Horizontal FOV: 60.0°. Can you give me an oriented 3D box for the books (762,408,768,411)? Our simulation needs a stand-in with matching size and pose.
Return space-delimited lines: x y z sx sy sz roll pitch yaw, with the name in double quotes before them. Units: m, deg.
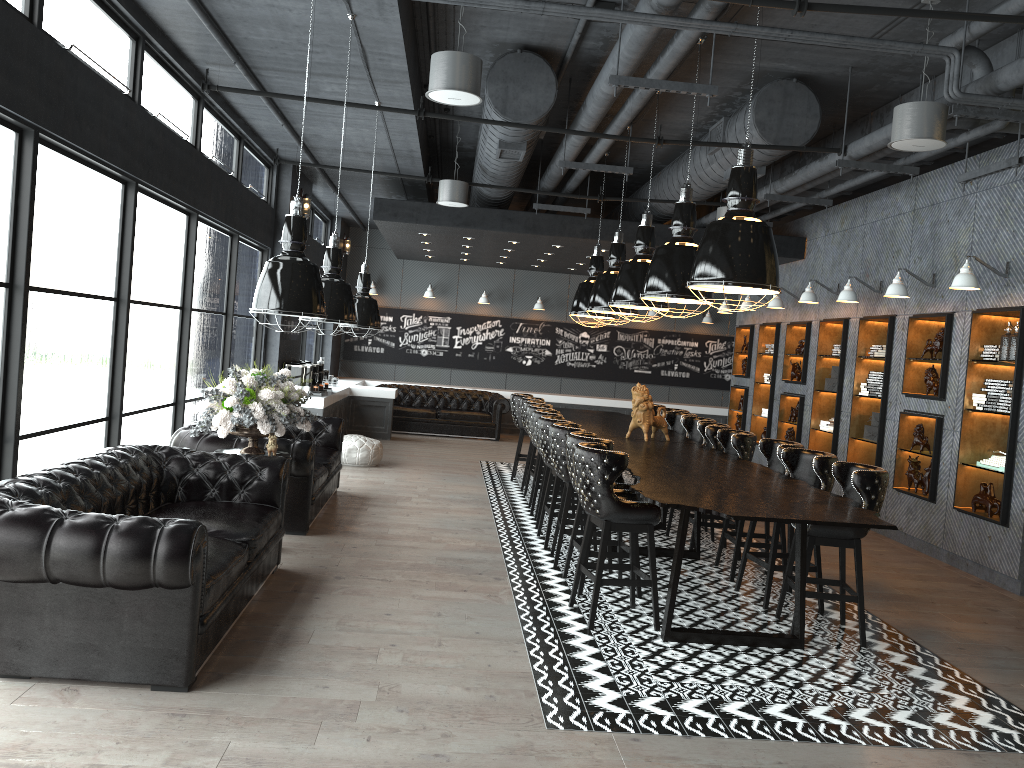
"books" 3.881 0.392 13.246 0.225 0.029 0.179 4 2 -21

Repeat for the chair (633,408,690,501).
"chair" 1.816 0.840 10.709 0.568 1.092 0.504 4 2 -7

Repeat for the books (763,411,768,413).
"books" 3.897 0.420 13.254 0.243 0.024 0.175 4 2 -13

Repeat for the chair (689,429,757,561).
"chair" 1.835 0.955 7.873 0.568 1.092 0.504 5 2 -3

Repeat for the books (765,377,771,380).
"books" 3.910 -0.073 13.204 0.245 0.028 0.193 5 2 -4

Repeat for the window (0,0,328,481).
"window" -2.820 -0.657 5.856 0.120 3.728 20.803 5 2 -4

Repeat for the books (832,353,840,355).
"books" 4.121 -0.359 11.031 0.193 0.028 0.245 5 2 -4

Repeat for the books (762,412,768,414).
"books" 3.873 0.442 13.252 0.166 0.024 0.227 4 2 -18

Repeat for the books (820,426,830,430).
"books" 4.034 0.567 11.170 0.179 0.034 0.243 4 3 -25

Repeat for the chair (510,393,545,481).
"chair" 0.222 0.684 11.349 0.568 1.092 0.504 5 2 5

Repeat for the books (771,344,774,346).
"books" 3.979 -0.565 13.078 0.193 0.028 0.245 3 3 -32

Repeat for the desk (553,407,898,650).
"desk" 1.133 0.976 8.255 1.433 0.927 7.597 5 2 -4

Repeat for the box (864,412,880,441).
"box" 4.141 0.484 9.962 0.323 0.315 0.419 5 2 -4

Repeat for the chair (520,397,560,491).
"chair" 0.340 0.722 10.630 0.568 1.092 0.504 5 2 5

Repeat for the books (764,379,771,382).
"books" 3.889 -0.045 13.164 0.245 0.028 0.193 5 2 5

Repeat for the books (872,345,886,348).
"books" 4.228 -0.424 10.048 0.193 0.028 0.245 5 2 -4

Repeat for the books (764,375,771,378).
"books" 3.900 -0.103 13.223 0.245 0.028 0.193 5 2 -1

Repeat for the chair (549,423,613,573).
"chair" 0.538 0.881 7.073 0.568 1.092 0.504 5 2 0

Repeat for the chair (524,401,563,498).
"chair" 0.379 0.754 9.916 0.568 1.092 0.504 4 2 -8

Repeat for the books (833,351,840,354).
"books" 4.114 -0.387 11.021 0.193 0.028 0.245 5 2 7

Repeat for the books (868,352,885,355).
"books" 4.180 -0.344 10.079 0.193 0.028 0.245 5 2 7

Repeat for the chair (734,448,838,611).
"chair" 2.020 1.028 6.436 0.568 1.092 0.504 4 2 -12

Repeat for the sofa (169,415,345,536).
"sofa" -2.309 0.731 8.302 1.239 0.838 2.567 5 2 -5

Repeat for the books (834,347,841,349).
"books" 4.146 -0.442 11.051 0.193 0.028 0.245 5 2 2

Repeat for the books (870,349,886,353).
"books" 4.203 -0.370 10.059 0.193 0.028 0.245 5 2 4

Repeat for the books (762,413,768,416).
"books" 3.880 0.472 13.238 0.179 0.034 0.243 3 3 -35

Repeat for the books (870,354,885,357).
"books" 4.179 -0.315 10.052 0.193 0.028 0.245 5 2 12

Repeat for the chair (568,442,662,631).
"chair" 0.632 0.946 5.642 0.568 1.092 0.504 4 2 -12

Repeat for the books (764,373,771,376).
"books" 3.913 -0.130 13.223 0.245 0.028 0.193 4 2 -11

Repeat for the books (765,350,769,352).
"books" 3.939 -0.496 13.388 0.193 0.028 0.245 5 2 8

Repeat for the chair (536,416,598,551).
"chair" 0.464 0.847 7.757 0.568 1.092 0.504 4 2 -6

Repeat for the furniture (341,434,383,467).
"furniture" -2.025 0.860 11.578 0.679 0.383 0.679 5 2 -4

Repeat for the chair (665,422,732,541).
"chair" 1.803 0.922 8.634 0.568 1.092 0.504 5 2 4

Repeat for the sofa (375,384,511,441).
"sofa" -1.350 0.491 16.255 2.565 0.838 1.240 4 2 -5

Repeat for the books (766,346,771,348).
"books" 3.954 -0.551 13.366 0.193 0.028 0.245 5 2 1

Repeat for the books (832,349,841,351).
"books" 4.127 -0.414 11.007 0.193 0.028 0.245 4 2 -13

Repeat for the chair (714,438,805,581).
"chair" 2.016 0.999 7.153 0.568 1.092 0.504 5 2 -3

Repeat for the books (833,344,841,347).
"books" 4.131 -0.470 11.009 0.193 0.028 0.245 5 2 -1

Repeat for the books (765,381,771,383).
"books" 3.915 -0.016 13.207 0.245 0.028 0.193 4 2 -8

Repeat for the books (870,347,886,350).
"books" 4.216 -0.397 10.056 0.193 0.028 0.245 4 2 -12

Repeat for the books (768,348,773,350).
"books" 3.992 -0.519 13.370 0.193 0.028 0.245 5 2 3

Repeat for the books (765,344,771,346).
"books" 3.957 -0.579 13.364 0.193 0.028 0.245 4 2 -7

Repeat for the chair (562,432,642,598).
"chair" 0.630 0.916 6.375 0.568 1.092 0.504 4 2 -10

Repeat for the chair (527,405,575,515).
"chair" 0.399 0.784 9.212 0.568 1.092 0.504 5 2 -1

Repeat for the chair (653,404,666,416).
"chair" 1.661 0.798 11.443 0.568 1.092 0.504 5 2 5

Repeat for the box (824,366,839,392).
"box" 4.091 -0.061 11.061 0.298 0.315 0.419 5 2 -4

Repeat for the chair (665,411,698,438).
"chair" 1.770 0.864 10.019 0.568 1.092 0.504 4 2 -14

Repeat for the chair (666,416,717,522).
"chair" 1.819 0.896 9.316 0.568 1.092 0.504 4 2 -9

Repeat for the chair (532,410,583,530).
"chair" 0.438 0.815 8.503 0.568 1.092 0.504 5 2 0

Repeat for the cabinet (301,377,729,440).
"cabinet" 0.877 0.734 14.940 8.419 0.826 6.314 5 2 -4

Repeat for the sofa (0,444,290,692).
"sofa" -2.081 0.880 5.039 1.239 0.838 2.567 5 2 -5

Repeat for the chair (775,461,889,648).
"chair" 2.077 1.061 5.719 0.568 1.092 0.504 5 2 5

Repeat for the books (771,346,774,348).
"books" 3.977 -0.537 13.080 0.193 0.028 0.245 4 2 -24

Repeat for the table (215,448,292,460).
"table" -1.978 0.880 6.684 0.572 0.726 0.573 3 3 -41

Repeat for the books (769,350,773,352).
"books" 3.954 -0.483 13.095 0.193 0.028 0.245 4 2 -17
